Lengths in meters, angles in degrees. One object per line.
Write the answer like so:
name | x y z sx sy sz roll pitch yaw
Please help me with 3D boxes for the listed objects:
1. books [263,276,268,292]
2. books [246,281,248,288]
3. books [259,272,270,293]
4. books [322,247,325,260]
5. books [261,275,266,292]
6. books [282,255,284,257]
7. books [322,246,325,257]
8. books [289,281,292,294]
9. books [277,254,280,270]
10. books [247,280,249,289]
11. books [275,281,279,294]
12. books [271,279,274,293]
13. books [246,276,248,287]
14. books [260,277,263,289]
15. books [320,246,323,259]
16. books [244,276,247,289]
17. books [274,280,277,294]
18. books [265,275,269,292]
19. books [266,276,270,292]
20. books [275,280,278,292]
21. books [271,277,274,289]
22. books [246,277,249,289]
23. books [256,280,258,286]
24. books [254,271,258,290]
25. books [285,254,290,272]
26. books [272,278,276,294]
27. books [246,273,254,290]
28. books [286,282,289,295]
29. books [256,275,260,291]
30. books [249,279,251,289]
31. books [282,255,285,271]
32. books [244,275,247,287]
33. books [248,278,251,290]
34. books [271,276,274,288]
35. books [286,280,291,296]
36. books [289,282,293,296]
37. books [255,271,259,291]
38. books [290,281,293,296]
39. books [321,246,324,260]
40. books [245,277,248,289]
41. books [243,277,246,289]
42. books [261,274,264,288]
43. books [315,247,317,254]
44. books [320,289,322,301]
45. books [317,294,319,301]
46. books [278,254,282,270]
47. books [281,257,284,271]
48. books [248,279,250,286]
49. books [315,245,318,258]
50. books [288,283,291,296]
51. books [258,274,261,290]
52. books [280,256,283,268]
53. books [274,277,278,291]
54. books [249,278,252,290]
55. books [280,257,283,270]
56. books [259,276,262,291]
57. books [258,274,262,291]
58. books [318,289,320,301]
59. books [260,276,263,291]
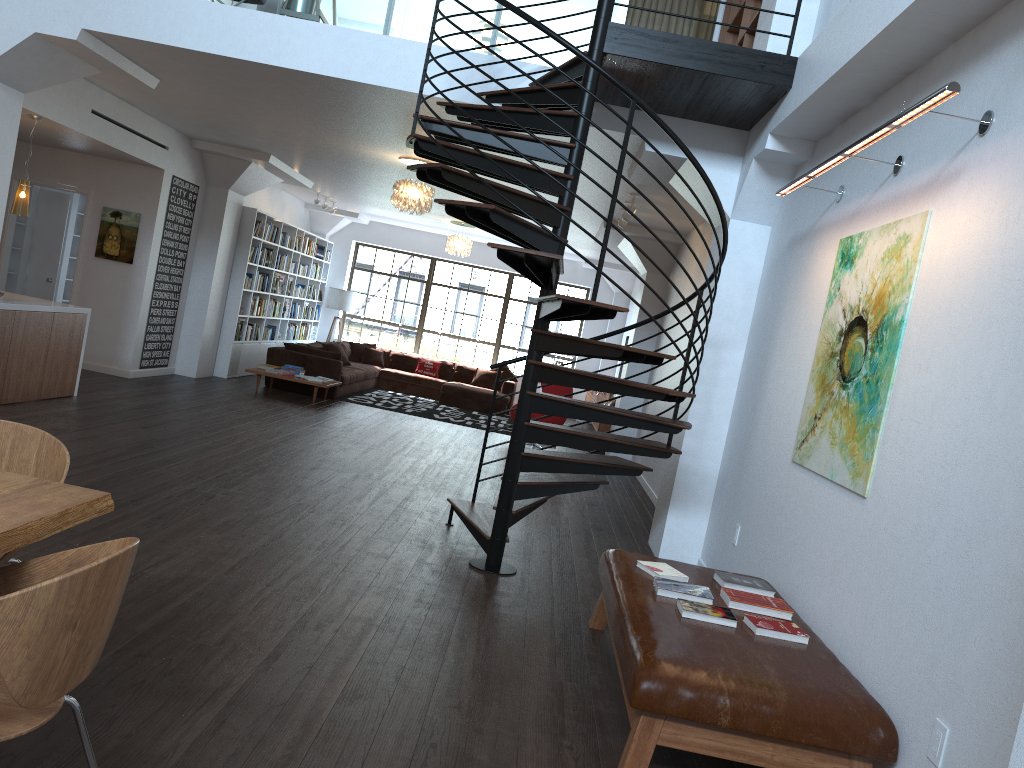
books | -3.807 -1.526 13.434 0.174 0.239 0.045 11 3 1
books | -3.839 -1.454 12.655 0.128 0.178 0.022 11 3 1
books | -3.803 -1.559 13.569 0.176 0.294 0.102 11 3 1
books | -3.560 -2.428 16.361 0.183 0.253 0.042 11 3 1
books | -3.811 -1.528 13.334 0.182 0.253 0.034 11 3 1
books | -3.715 -1.938 14.071 0.159 0.250 0.026 11 3 1
books | -3.564 -2.426 16.318 0.183 0.253 0.042 11 3 1
books | -3.770 -1.601 14.727 0.183 0.253 0.039 11 3 1
books | -3.718 -1.918 13.816 0.174 0.239 0.045 11 3 1
books | -3.826 -1.440 12.693 0.110 0.153 0.019 11 3 1
books | -3.788 -1.544 14.077 0.161 0.207 0.135 11 3 1
books | -3.798 -1.539 13.801 0.161 0.223 0.032 11 3 1
books | -3.841 -1.455 12.629 0.134 0.184 0.030 11 3 1
books | -3.818 -1.508 13.232 0.161 0.223 0.026 11 3 1
books | -3.565 -2.421 16.230 0.183 0.253 0.042 11 3 1
books | -3.835 -1.448 12.582 0.128 0.178 0.022 11 3 1
books | -3.788 -1.544 13.919 0.161 0.223 0.032 11 3 1
books | -3.811 -1.536 13.474 0.182 0.253 0.034 11 3 1
books | -3.799 -1.536 13.507 0.182 0.253 0.034 11 3 1
books | -3.798 -1.550 13.993 0.161 0.223 0.033 11 3 1
books | -3.805 -1.552 13.769 0.160 0.251 0.031 11 3 1
books | -3.830 -1.450 12.674 0.109 0.171 0.018 11 3 1
books | -3.831 -1.499 13.051 0.161 0.223 0.027 11 3 1
books | -3.833 -1.525 12.948 0.197 0.283 0.065 11 3 1
books | -3.708 -1.968 14.300 0.197 0.283 0.065 11 3 1
books | -3.794 -1.549 13.843 0.174 0.240 0.054 11 3 1
books | -3.826 -1.488 12.814 0.140 0.231 0.042 11 3 1
books | -3.769 -1.579 14.583 0.161 0.223 0.030 11 3 1
books | -3.823 -1.508 13.086 0.174 0.239 0.045 11 3 1
books | -3.819 -1.447 12.756 0.106 0.162 0.032 11 3 1
books | -3.713 -1.938 14.113 0.170 0.245 0.057 11 3 1
books | -3.840 -1.459 12.561 0.127 0.200 0.020 11 3 1
books | -3.826 -1.449 12.730 0.120 0.167 0.020 11 3 1
books | -3.812 -1.568 13.728 0.198 0.284 0.049 11 3 1
books | -3.764 -1.595 14.622 0.174 0.251 0.051 11 3 1
books | -3.764 -1.603 14.796 0.171 0.246 0.036 11 3 1
books | -3.826 -1.530 13.008 0.176 0.290 0.053 11 3 1
books | -3.765 -1.607 14.833 0.160 0.251 0.036 11 3 1
books | -3.564 -2.423 16.274 0.183 0.253 0.042 11 3 1
books | -3.836 -1.450 12.603 0.128 0.178 0.021 11 3 1
books | -3.840 -1.455 12.527 0.136 0.196 0.045 11 3 1
books | -3.834 -1.530 13.300 0.182 0.253 0.034 11 3 1
books | -3.578 -2.383 15.820 0.161 0.223 0.033 11 3 1
books | -3.687 -1.691 16.774 0.182 0.215 0.188 11 3 1
books | -3.691 -1.685 16.584 0.161 0.222 0.084 11 3 1
books | -3.714 -1.930 13.916 0.182 0.253 0.034 11 3 1
books | -3.711 -1.922 14.046 0.161 0.223 0.027 11 3 1
books | -3.827 -1.442 12.711 0.110 0.153 0.018 11 3 1
books | -3.568 -2.383 15.851 0.161 0.223 0.032 11 3 1
books | -3.760 -1.584 14.694 0.161 0.223 0.030 11 3 1
books | -3.824 -1.515 13.137 0.170 0.245 0.057 11 3 1
books | -3.723 -1.925 13.986 0.167 0.230 0.037 11 3 1
books | -3.798 -1.563 13.955 0.183 0.253 0.042 11 3 1
books | -3.818 -1.451 12.781 0.107 0.167 0.017 11 3 1
books | -3.714 -1.921 14.019 0.161 0.223 0.026 11 3 1
books | -3.817 -1.506 13.205 0.161 0.223 0.027 11 3 1
books | -3.823 -1.519 13.179 0.159 0.250 0.026 11 3 1
books | -3.692 -1.685 16.619 0.161 0.218 0.101 11 3 1
books | -3.824 -1.515 13.265 0.167 0.230 0.037 11 3 1
